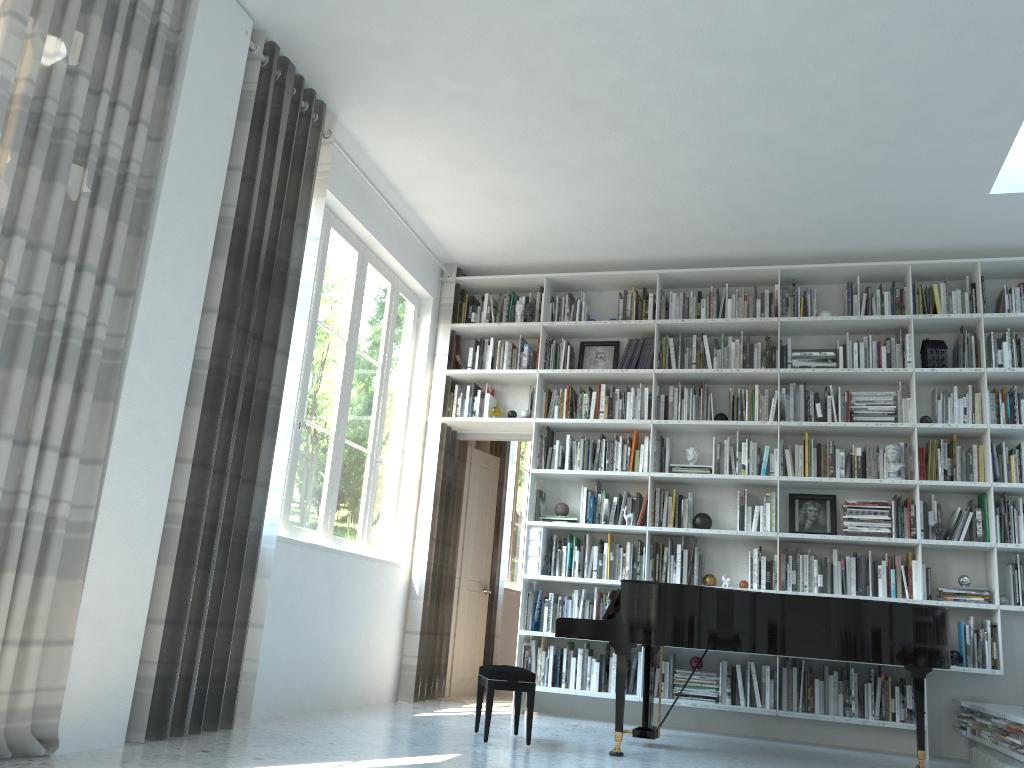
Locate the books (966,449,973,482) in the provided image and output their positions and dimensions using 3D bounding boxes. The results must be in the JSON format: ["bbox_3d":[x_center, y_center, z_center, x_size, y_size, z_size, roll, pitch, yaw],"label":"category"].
[{"bbox_3d":[2.933,0.549,5.692,0.028,0.239,0.146,0,-15,17],"label":"books"}]

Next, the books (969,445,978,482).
[{"bbox_3d":[2.956,0.534,5.684,0.032,0.265,0.143,0,-15,17],"label":"books"}]

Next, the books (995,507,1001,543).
[{"bbox_3d":[3.043,0.904,5.567,0.011,0.238,0.137,0,-15,17],"label":"books"}]

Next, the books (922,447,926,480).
[{"bbox_3d":[2.676,0.549,5.786,0.013,0.246,0.177,0,-16,17],"label":"books"}]

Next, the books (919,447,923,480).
[{"bbox_3d":[2.658,0.547,5.779,0.014,0.243,0.145,0,-15,17],"label":"books"}]

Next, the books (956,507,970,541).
[{"bbox_3d":[2.839,0.903,5.616,0.094,0.238,0.150,0,-16,17],"label":"books"}]

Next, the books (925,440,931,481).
[{"bbox_3d":[2.699,0.520,5.759,0.035,0.292,0.145,0,-15,17],"label":"books"}]

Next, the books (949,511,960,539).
[{"bbox_3d":[2.790,0.912,5.628,0.088,0.219,0.139,0,-16,17],"label":"books"}]

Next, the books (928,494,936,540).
[{"bbox_3d":[2.686,0.868,5.670,0.013,0.306,0.141,0,-15,17],"label":"books"}]

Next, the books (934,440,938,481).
[{"bbox_3d":[2.738,0.523,5.758,0.035,0.292,0.145,0,-15,17],"label":"books"}]

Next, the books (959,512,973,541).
[{"bbox_3d":[2.854,0.920,5.605,0.091,0.204,0.169,0,-16,17],"label":"books"}]

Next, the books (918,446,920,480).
[{"bbox_3d":[2.643,0.542,5.787,0.015,0.254,0.151,0,-15,17],"label":"books"}]

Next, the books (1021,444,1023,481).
[{"bbox_3d":[3.209,0.531,5.612,0.006,0.273,0.167,0,-15,17],"label":"books"}]

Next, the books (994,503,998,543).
[{"bbox_3d":[3.015,0.886,5.560,0.010,0.266,0.158,0,-15,17],"label":"books"}]

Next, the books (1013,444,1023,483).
[{"bbox_3d":[3.202,0.532,5.608,0.006,0.269,0.179,0,-16,17],"label":"books"}]

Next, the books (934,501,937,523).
[{"bbox_3d":[2.699,0.890,5.669,0.012,0.265,0.158,0,-15,17],"label":"books"}]

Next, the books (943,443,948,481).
[{"bbox_3d":[2.795,0.533,5.750,0.035,0.277,0.139,0,-15,17],"label":"books"}]

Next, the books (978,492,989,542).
[{"bbox_3d":[2.967,0.858,5.581,0.014,0.324,0.183,0,-15,17],"label":"books"}]

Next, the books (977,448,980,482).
[{"bbox_3d":[2.977,0.547,5.690,0.019,0.247,0.149,0,-15,17],"label":"books"}]

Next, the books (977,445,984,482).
[{"bbox_3d":[2.996,0.537,5.684,0.033,0.268,0.142,0,-15,17],"label":"books"}]

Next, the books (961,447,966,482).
[{"bbox_3d":[2.878,0.540,5.681,0.027,0.241,0.189,0,-16,17],"label":"books"}]

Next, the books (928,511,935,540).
[{"bbox_3d":[2.658,0.919,5.647,0.027,0.191,0.183,0,-16,17],"label":"books"}]

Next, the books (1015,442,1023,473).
[{"bbox_3d":[3.219,0.525,5.611,0.013,0.286,0.159,0,-15,17],"label":"books"}]

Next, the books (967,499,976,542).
[{"bbox_3d":[2.907,0.880,5.606,0.013,0.285,0.139,0,-15,17],"label":"books"}]

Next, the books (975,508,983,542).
[{"bbox_3d":[2.919,0.904,5.573,0.029,0.222,0.171,0,-16,17],"label":"books"}]

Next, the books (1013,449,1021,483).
[{"bbox_3d":[3.192,0.547,5.616,0.017,0.242,0.133,0,-15,17],"label":"books"}]

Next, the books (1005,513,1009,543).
[{"bbox_3d":[3.074,0.919,5.545,0.013,0.204,0.154,0,-16,17],"label":"books"}]

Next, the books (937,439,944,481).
[{"bbox_3d":[2.770,0.519,5.736,0.019,0.293,0.164,0,-15,17],"label":"books"}]

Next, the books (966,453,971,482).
[{"bbox_3d":[2.902,0.560,5.677,0.034,0.204,0.182,0,-16,17],"label":"books"}]

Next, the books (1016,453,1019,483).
[{"bbox_3d":[3.176,0.559,5.604,0.007,0.211,0.158,0,-16,17],"label":"books"}]

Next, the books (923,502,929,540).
[{"bbox_3d":[2.640,0.895,5.681,0.028,0.252,0.143,0,-15,17],"label":"books"}]

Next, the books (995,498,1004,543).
[{"bbox_3d":[3.056,0.874,5.557,0.018,0.294,0.178,0,-15,17],"label":"books"}]

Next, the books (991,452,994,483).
[{"bbox_3d":[3.043,0.557,5.654,0.015,0.219,0.155,0,-16,17],"label":"books"}]

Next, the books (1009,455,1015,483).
[{"bbox_3d":[3.138,0.563,5.594,0.017,0.191,0.192,0,-16,17],"label":"books"}]

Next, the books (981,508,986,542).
[{"bbox_3d":[2.947,0.906,5.576,0.021,0.226,0.148,0,-16,17],"label":"books"}]

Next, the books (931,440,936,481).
[{"bbox_3d":[2.722,0.519,5.748,0.035,0.292,0.145,0,-15,17],"label":"books"}]

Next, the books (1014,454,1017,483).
[{"bbox_3d":[3.168,0.562,5.614,0.014,0.208,0.157,0,-16,17],"label":"books"}]

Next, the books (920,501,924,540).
[{"bbox_3d":[2.616,0.891,5.693,0.024,0.262,0.154,0,-15,17],"label":"books"}]

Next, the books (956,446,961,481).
[{"bbox_3d":[2.863,0.541,5.712,0.033,0.252,0.175,0,-16,17],"label":"books"}]

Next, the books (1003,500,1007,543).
[{"bbox_3d":[3.066,0.880,5.550,0.006,0.280,0.155,0,-15,17],"label":"books"}]

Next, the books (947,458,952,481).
[{"bbox_3d":[2.816,0.581,5.733,0.030,0.180,0.132,0,-16,17],"label":"books"}]

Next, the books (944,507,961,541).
[{"bbox_3d":[2.776,0.904,5.614,0.095,0.227,0.190,0,-16,17],"label":"books"}]

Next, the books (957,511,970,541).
[{"bbox_3d":[2.845,0.918,5.621,0.090,0.214,0.139,0,-16,17],"label":"books"}]

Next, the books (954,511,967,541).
[{"bbox_3d":[2.824,0.917,5.619,0.090,0.211,0.143,0,-16,17],"label":"books"}]

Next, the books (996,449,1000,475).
[{"bbox_3d":[3.087,0.548,5.654,0.007,0.243,0.146,0,-15,17],"label":"books"}]

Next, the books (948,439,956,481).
[{"bbox_3d":[2.828,0.516,5.705,0.019,0.292,0.182,0,-15,17],"label":"books"}]

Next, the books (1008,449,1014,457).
[{"bbox_3d":[3.159,0.546,5.621,0.008,0.242,0.169,0,-16,17],"label":"books"}]

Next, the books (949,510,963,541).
[{"bbox_3d":[2.793,0.914,5.611,0.089,0.209,0.176,0,-16,17],"label":"books"}]

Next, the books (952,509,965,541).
[{"bbox_3d":[2.815,0.912,5.628,0.095,0.225,0.144,0,-16,17],"label":"books"}]

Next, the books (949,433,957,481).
[{"bbox_3d":[2.848,0.499,5.725,0.021,0.336,0.170,0,-15,17],"label":"books"}]

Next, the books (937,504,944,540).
[{"bbox_3d":[2.721,0.899,5.661,0.035,0.247,0.141,0,-15,17],"label":"books"}]

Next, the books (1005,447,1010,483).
[{"bbox_3d":[3.135,0.541,5.635,0.013,0.255,0.145,0,-15,17],"label":"books"}]

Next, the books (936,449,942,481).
[{"bbox_3d":[2.752,0.550,5.736,0.015,0.231,0.180,0,-16,17],"label":"books"}]

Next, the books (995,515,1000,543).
[{"bbox_3d":[3.026,0.926,5.556,0.015,0.187,0.168,0,-16,17],"label":"books"}]

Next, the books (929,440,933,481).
[{"bbox_3d":[2.714,0.523,5.765,0.035,0.292,0.145,0,-15,17],"label":"books"}]

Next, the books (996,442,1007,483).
[{"bbox_3d":[3.101,0.522,5.619,0.013,0.278,0.192,0,-16,17],"label":"books"}]

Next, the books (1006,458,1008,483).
[{"bbox_3d":[3.117,0.570,5.626,0.014,0.192,0.147,0,-16,17],"label":"books"}]

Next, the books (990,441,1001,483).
[{"bbox_3d":[3.063,0.522,5.647,0.035,0.287,0.192,0,-16,17],"label":"books"}]
